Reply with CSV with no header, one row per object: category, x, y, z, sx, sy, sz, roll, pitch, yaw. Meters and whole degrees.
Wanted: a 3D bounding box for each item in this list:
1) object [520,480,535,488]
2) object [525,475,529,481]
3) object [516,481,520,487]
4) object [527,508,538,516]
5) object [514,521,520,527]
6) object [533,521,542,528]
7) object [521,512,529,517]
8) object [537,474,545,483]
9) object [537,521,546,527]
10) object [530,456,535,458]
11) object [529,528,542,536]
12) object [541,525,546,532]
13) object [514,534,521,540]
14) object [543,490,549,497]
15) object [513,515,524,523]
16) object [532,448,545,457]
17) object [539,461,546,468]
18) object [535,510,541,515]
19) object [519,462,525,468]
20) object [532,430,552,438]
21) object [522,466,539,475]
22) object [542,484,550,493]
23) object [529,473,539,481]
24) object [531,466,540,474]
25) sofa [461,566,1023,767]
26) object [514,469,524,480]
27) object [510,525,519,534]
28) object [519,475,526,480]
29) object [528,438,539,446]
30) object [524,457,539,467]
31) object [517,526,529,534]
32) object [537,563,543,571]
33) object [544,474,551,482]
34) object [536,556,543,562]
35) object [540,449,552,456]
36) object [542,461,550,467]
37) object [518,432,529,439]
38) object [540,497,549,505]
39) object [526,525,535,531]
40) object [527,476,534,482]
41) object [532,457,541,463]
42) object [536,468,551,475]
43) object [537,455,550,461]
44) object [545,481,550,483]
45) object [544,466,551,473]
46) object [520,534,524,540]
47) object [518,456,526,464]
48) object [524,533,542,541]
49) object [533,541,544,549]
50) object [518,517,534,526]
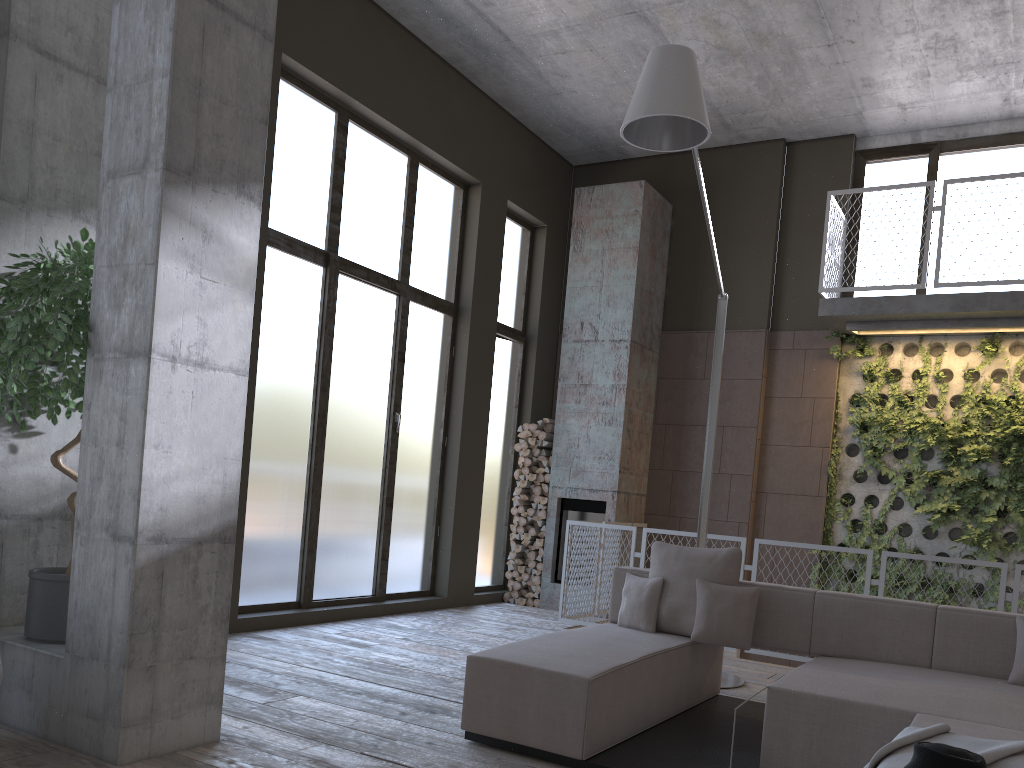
object,0.244,1.128,9.789,0.093,0.083,0.485,3,-7,30
object,0.278,1.066,9.822,0.067,0.067,0.427,3,-7,30
object,0.179,1.137,9.829,0.067,0.067,0.427,3,-7,30
object,0.312,1.435,9.770,0.090,0.089,0.460,3,-7,29
object,0.101,1.564,9.787,0.045,0.072,0.254,4,-6,30
object,0.353,1.579,9.840,0.103,0.102,0.295,3,-6,30
object,0.217,1.462,9.803,0.088,0.056,0.336,2,-7,30
object,0.424,1.059,9.755,0.090,0.089,0.460,3,-7,30
object,0.396,1.560,9.734,0.066,0.084,0.429,4,-7,29
object,0.273,0.806,9.788,0.088,0.056,0.336,2,-7,30
object,0.339,1.644,9.745,0.090,0.089,0.460,3,-7,32
object,0.441,1.592,9.706,0.066,0.084,0.429,4,-7,29
object,0.153,1.719,9.878,0.067,0.067,0.427,3,-7,30
object,0.457,1.221,9.749,0.101,0.086,0.366,3,-7,30
object,0.133,1.528,9.867,0.100,0.102,0.296,3,-6,32
object,0.368,0.780,9.755,0.090,0.089,0.460,3,-7,29
object,0.409,0.924,9.825,0.103,0.102,0.295,3,-6,30
object,0.388,1.430,9.760,0.067,0.071,0.427,3,-7,30
object,0.157,0.909,9.772,0.045,0.072,0.254,4,-6,30
object,0.358,0.571,9.711,0.103,0.083,0.367,3,-7,30
object,0.256,0.987,9.844,0.092,0.093,0.442,3,-7,30
object,0.445,1.164,9.678,0.088,0.108,0.369,4,-6,30
object,0.342,1.056,9.781,0.093,0.083,0.485,3,-7,30
object,0.337,0.976,9.827,0.101,0.086,0.366,3,-7,30
sofa,1.290,1.377,3.811,2.986,0.783,3.044,1,-8,31
object,0.137,1.029,9.864,0.063,0.125,0.368,5,-6,30
object,0.100,1.641,9.869,0.088,0.108,0.369,4,-6,30
object,0.208,1.063,9.863,0.067,0.067,0.427,3,-7,30
object,0.336,0.662,9.762,0.093,0.083,0.485,3,-7,30
object,0.246,0.877,9.766,0.098,0.106,0.297,3,-6,32
object,0.200,1.642,9.859,0.092,0.093,0.442,3,-7,30
object,0.414,2.024,9.730,0.091,0.092,0.442,3,-7,30
object,0.497,1.051,9.707,0.091,0.092,0.442,3,-7,30
object,0.394,1.928,9.733,0.071,0.072,0.427,3,-7,30
object,0.444,0.775,9.745,0.067,0.071,0.427,3,-7,30
object,0.452,0.905,9.719,0.066,0.084,0.429,4,-7,29
object,0.208,0.595,9.855,0.122,0.068,0.367,2,-8,32
object,0.463,1.302,9.703,0.093,0.083,0.485,3,-7,30
object,0.281,1.631,9.842,0.101,0.086,0.366,3,-7,30
object,0.319,1.059,9.774,0.114,0.079,0.440,2,-7,30
object,0.334,0.850,9.781,0.064,0.074,0.363,4,-7,29
object,0.418,0.988,9.767,0.114,0.079,0.440,2,-7,30
object,0.421,0.837,9.725,0.121,0.067,0.367,2,-8,32
object,0.477,1.052,9.676,0.100,0.102,0.296,3,-6,32
object,0.477,0.961,9.711,0.071,0.072,0.427,3,-7,30
object,0.222,1.721,9.837,0.067,0.067,0.427,3,-7,30
object,0.188,0.873,9.852,0.100,0.102,0.296,3,-6,32
object,0.287,1.712,9.796,0.093,0.083,0.485,3,-7,30
object,0.380,1.789,9.761,0.090,0.089,0.460,3,-7,30
object,0.190,1.532,9.781,0.098,0.106,0.297,3,-6,32
